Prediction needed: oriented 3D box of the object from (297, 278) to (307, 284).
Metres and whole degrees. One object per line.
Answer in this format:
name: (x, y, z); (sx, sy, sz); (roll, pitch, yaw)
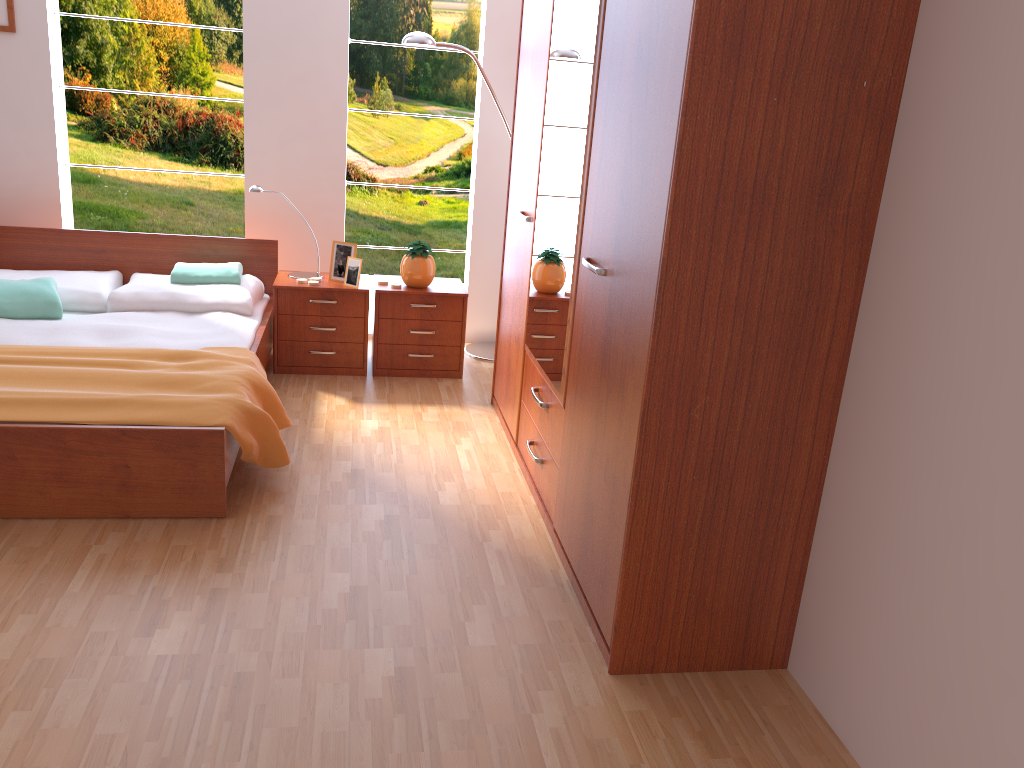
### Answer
object: (-0.987, -0.483, 4.168); (0.049, 0.018, 0.049); (-3, 19, -23)

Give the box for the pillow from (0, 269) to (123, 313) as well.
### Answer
pillow: (-2.166, -0.422, 4.019); (0.682, 0.157, 0.574); (-1, 18, -16)

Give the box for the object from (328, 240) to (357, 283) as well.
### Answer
object: (-0.807, -0.580, 4.230); (0.131, 0.191, 0.037); (11, 18, 18)

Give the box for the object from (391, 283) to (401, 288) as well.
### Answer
object: (-0.553, -0.468, 4.235); (0.049, 0.018, 0.049); (-3, 19, -23)

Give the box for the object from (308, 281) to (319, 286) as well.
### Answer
object: (-0.927, -0.469, 4.141); (0.049, 0.018, 0.049); (-3, 19, -23)

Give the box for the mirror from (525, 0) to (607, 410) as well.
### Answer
mirror: (0.174, -0.758, 2.784); (0.037, 1.556, 0.681); (1, 18, -10)

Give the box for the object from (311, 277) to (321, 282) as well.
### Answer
object: (-0.933, -0.495, 4.220); (0.049, 0.018, 0.049); (-3, 19, -23)

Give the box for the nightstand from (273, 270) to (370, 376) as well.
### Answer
nightstand: (-0.927, -0.292, 4.336); (0.439, 0.442, 0.377); (1, 18, -10)

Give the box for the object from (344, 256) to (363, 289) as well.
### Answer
object: (-0.743, -0.522, 4.147); (0.094, 0.137, 0.027); (16, 21, 32)

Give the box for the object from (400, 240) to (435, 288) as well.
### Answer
object: (-0.452, -0.578, 4.269); (0.169, 0.223, 0.170); (-6, 20, -30)

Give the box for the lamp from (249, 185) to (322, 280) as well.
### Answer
lamp: (-1.069, -0.720, 4.217); (0.337, 0.421, 0.163); (-2, 19, -22)

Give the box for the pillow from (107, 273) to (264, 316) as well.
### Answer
pillow: (-1.500, -0.412, 4.162); (0.630, 0.182, 0.574); (1, 18, -12)

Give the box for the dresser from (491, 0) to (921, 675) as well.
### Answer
dresser: (0.367, -0.538, 2.842); (0.487, 2.004, 2.017); (1, 18, -10)

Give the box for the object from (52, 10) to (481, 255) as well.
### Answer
object: (-1.157, -1.611, 4.521); (2.205, 1.815, 0.033); (1, 18, -10)

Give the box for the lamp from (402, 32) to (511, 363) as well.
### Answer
lamp: (-0.176, -0.895, 4.500); (0.799, 1.603, 0.387); (-8, 22, -36)

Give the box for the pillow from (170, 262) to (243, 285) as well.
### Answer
pillow: (-1.449, -0.517, 4.214); (0.322, 0.116, 0.276); (0, 18, -13)

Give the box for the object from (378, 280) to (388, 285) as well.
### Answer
object: (-0.623, -0.490, 4.287); (0.049, 0.018, 0.049); (-3, 19, -23)

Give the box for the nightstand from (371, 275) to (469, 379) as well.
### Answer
nightstand: (-0.470, -0.281, 4.420); (0.439, 0.442, 0.377); (1, 18, -10)

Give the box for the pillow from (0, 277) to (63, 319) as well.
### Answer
pillow: (-2.104, -0.354, 3.682); (0.425, 0.164, 0.334); (-7, 21, -33)

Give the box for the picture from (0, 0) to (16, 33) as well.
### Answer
picture: (-2.645, -1.917, 4.066); (0.645, 0.517, 0.030); (1, 18, -10)

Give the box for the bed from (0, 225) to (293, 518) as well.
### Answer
bed: (-1.664, -0.170, 3.499); (1.632, 0.560, 1.990); (1, 18, -10)
